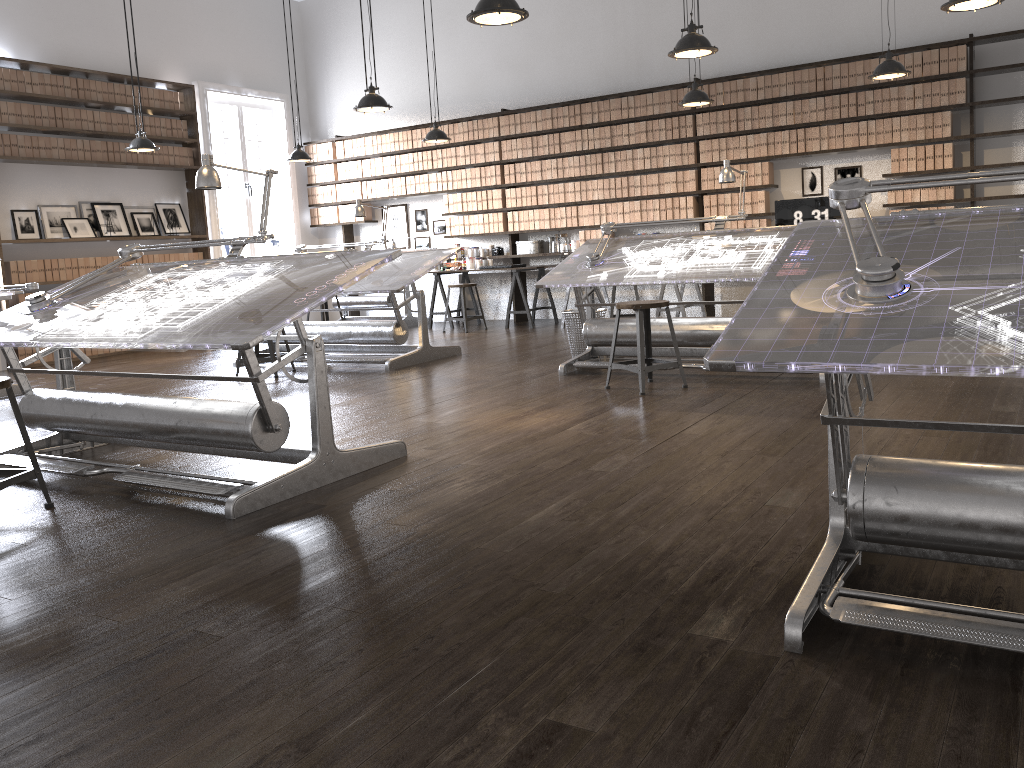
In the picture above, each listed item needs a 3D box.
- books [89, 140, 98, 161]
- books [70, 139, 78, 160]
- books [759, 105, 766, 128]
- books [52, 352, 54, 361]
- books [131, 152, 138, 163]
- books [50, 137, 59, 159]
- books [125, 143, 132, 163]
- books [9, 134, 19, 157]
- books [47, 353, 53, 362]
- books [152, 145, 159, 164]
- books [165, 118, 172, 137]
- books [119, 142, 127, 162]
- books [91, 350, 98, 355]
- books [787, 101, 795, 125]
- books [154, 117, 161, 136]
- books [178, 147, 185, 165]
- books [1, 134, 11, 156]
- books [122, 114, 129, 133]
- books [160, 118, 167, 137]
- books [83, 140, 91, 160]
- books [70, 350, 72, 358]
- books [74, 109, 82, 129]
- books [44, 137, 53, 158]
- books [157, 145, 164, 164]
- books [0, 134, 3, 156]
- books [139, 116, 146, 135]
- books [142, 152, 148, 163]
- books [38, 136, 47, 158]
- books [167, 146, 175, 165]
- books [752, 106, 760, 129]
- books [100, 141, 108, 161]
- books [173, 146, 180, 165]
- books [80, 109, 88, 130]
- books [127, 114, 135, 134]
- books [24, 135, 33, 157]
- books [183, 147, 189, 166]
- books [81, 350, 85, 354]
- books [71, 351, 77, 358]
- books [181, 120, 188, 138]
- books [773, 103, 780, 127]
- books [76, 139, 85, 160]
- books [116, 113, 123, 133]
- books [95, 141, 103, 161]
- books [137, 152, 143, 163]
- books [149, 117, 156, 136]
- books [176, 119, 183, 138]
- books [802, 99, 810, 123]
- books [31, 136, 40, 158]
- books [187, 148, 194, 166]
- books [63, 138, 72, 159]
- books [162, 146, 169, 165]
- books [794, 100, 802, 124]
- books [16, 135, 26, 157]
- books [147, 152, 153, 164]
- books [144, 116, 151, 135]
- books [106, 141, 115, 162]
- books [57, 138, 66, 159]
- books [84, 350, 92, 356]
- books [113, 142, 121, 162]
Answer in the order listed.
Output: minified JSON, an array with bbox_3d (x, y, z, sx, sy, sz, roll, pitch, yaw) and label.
[{"bbox_3d":[-4.498,-2.467,9.415,0.174,0.224,0.067,1,8,32],"label":"books"},{"bbox_3d":[-4.617,-2.433,9.238,0.174,0.224,0.067,1,8,32],"label":"books"},{"bbox_3d":[2.488,-2.616,8.707,0.067,0.224,0.175,0,8,32],"label":"books"},{"bbox_3d":[-4.722,-0.353,9.065,0.174,0.224,0.067,1,8,32],"label":"books"},{"bbox_3d":[-4.246,-2.547,9.831,0.174,0.224,0.067,1,8,32],"label":"books"},{"bbox_3d":[-4.725,-2.398,9.057,0.174,0.224,0.067,1,8,32],"label":"books"},{"bbox_3d":[-4.283,-2.536,9.772,0.174,0.224,0.067,1,8,32],"label":"books"},{"bbox_3d":[-4.943,-2.331,8.713,0.174,0.224,0.067,1,8,32],"label":"books"},{"bbox_3d":[-4.761,-0.342,9.011,0.174,0.224,0.067,1,8,32],"label":"books"},{"bbox_3d":[-4.100,-2.591,10.056,0.174,0.224,0.067,1,8,32],"label":"books"},{"bbox_3d":[-4.012,-2.934,10.207,0.174,0.224,0.067,1,8,32],"label":"books"},{"bbox_3d":[-4.317,-2.524,9.710,0.174,0.224,0.067,1,8,32],"label":"books"},{"bbox_3d":[-4.501,-0.423,9.430,0.174,0.224,0.067,1,8,32],"label":"books"},{"bbox_3d":[2.714,-2.608,8.560,0.067,0.224,0.175,0,8,32],"label":"books"},{"bbox_3d":[-4.086,-2.911,10.087,0.174,0.224,0.067,1,8,32],"label":"books"},{"bbox_3d":[-3.916,-2.648,10.349,0.174,0.224,0.067,1,8,32],"label":"books"},{"bbox_3d":[-4.978,-2.319,8.647,0.174,0.224,0.067,1,8,32],"label":"books"},{"bbox_3d":[-4.301,-2.844,9.740,0.174,0.224,0.067,1,8,32],"label":"books"},{"bbox_3d":[-4.045,-2.922,10.144,0.174,0.224,0.067,1,8,32],"label":"books"},{"bbox_3d":[-4.536,-2.456,9.354,0.174,0.224,0.067,1,8,32],"label":"books"},{"bbox_3d":[-4.654,-0.375,9.184,0.174,0.224,0.067,1,8,32],"label":"books"},{"bbox_3d":[-4.591,-2.752,9.265,0.174,0.224,0.067,1,8,32],"label":"books"},{"bbox_3d":[-4.760,-2.388,9.004,0.174,0.224,0.067,1,8,32],"label":"books"},{"bbox_3d":[-4.067,-2.603,10.117,0.174,0.224,0.067,1,8,32],"label":"books"},{"bbox_3d":[-5.022,-2.307,8.587,0.174,0.224,0.067,1,8,32],"label":"books"},{"bbox_3d":[-4.193,-2.877,9.913,0.174,0.224,0.067,1,8,32],"label":"books"},{"bbox_3d":[-4.174,-2.569,9.944,0.174,0.224,0.067,1,8,32],"label":"books"},{"bbox_3d":[-4.791,-2.377,8.946,0.174,0.224,0.067,1,8,32],"label":"books"},{"bbox_3d":[-3.992,-2.625,10.234,0.174,0.224,0.067,1,8,32],"label":"books"},{"bbox_3d":[2.427,-2.619,8.744,0.067,0.224,0.175,0,8,32],"label":"books"},{"bbox_3d":[-4.436,-2.488,9.527,0.174,0.224,0.067,1,8,32],"label":"books"},{"bbox_3d":[-3.951,-2.637,10.293,0.174,0.224,0.067,1,8,32],"label":"books"},{"bbox_3d":[-4.553,-2.764,9.326,0.174,0.224,0.067,1,8,32],"label":"books"},{"bbox_3d":[-4.261,-2.855,9.797,0.174,0.224,0.067,1,8,32],"label":"books"},{"bbox_3d":[-4.868,-2.354,8.832,0.174,0.224,0.067,1,8,32],"label":"books"},{"bbox_3d":[-3.886,-2.658,10.405,0.174,0.224,0.067,1,8,32],"label":"books"},{"bbox_3d":[-4.580,-0.398,9.304,0.174,0.224,0.067,1,8,32],"label":"books"},{"bbox_3d":[-4.613,-0.387,9.242,0.174,0.224,0.067,1,8,32],"label":"books"},{"bbox_3d":[-3.892,-2.971,10.395,0.174,0.224,0.067,1,8,32],"label":"books"},{"bbox_3d":[2.601,-2.612,8.635,0.067,0.224,0.175,0,8,32],"label":"books"},{"bbox_3d":[-4.577,-2.444,9.294,0.174,0.224,0.067,1,8,32],"label":"books"},{"bbox_3d":[-4.339,-2.833,9.682,0.174,0.224,0.067,1,8,32],"label":"books"},{"bbox_3d":[-4.469,-2.478,9.470,0.174,0.224,0.067,1,8,32],"label":"books"},{"bbox_3d":[-4.205,-2.558,9.885,0.174,0.224,0.067,1,8,32],"label":"books"},{"bbox_3d":[-4.123,-2.899,10.027,0.174,0.224,0.067,1,8,32],"label":"books"},{"bbox_3d":[-3.933,-2.958,10.332,0.174,0.224,0.067,1,8,32],"label":"books"},{"bbox_3d":[2.836,-2.604,8.491,0.067,0.224,0.175,0,8,32],"label":"books"},{"bbox_3d":[-4.831,-2.366,8.892,0.174,0.224,0.067,1,8,32],"label":"books"},{"bbox_3d":[-3.850,-2.670,10.464,0.174,0.224,0.067,1,8,32],"label":"books"},{"bbox_3d":[-4.652,-2.421,9.178,0.174,0.224,0.067,1,8,32],"label":"books"},{"bbox_3d":[-4.032,-2.614,10.177,0.174,0.224,0.067,1,8,32],"label":"books"},{"bbox_3d":[2.776,-2.606,8.526,0.067,0.224,0.175,0,8,32],"label":"books"},{"bbox_3d":[-4.902,-2.343,8.770,0.174,0.224,0.067,1,8,32],"label":"books"},{"bbox_3d":[-4.140,-2.579,9.996,0.174,0.224,0.067,1,8,32],"label":"books"},{"bbox_3d":[-4.153,-2.888,9.967,0.174,0.224,0.067,1,8,32],"label":"books"},{"bbox_3d":[-4.393,-2.500,9.586,0.174,0.224,0.067,1,8,32],"label":"books"},{"bbox_3d":[-4.686,-2.410,9.117,0.174,0.224,0.067,1,8,32],"label":"books"},{"bbox_3d":[-4.536,-0.411,9.365,0.174,0.224,0.067,1,8,32],"label":"books"},{"bbox_3d":[-4.358,-2.513,9.652,0.174,0.224,0.067,1,8,32],"label":"books"}]
